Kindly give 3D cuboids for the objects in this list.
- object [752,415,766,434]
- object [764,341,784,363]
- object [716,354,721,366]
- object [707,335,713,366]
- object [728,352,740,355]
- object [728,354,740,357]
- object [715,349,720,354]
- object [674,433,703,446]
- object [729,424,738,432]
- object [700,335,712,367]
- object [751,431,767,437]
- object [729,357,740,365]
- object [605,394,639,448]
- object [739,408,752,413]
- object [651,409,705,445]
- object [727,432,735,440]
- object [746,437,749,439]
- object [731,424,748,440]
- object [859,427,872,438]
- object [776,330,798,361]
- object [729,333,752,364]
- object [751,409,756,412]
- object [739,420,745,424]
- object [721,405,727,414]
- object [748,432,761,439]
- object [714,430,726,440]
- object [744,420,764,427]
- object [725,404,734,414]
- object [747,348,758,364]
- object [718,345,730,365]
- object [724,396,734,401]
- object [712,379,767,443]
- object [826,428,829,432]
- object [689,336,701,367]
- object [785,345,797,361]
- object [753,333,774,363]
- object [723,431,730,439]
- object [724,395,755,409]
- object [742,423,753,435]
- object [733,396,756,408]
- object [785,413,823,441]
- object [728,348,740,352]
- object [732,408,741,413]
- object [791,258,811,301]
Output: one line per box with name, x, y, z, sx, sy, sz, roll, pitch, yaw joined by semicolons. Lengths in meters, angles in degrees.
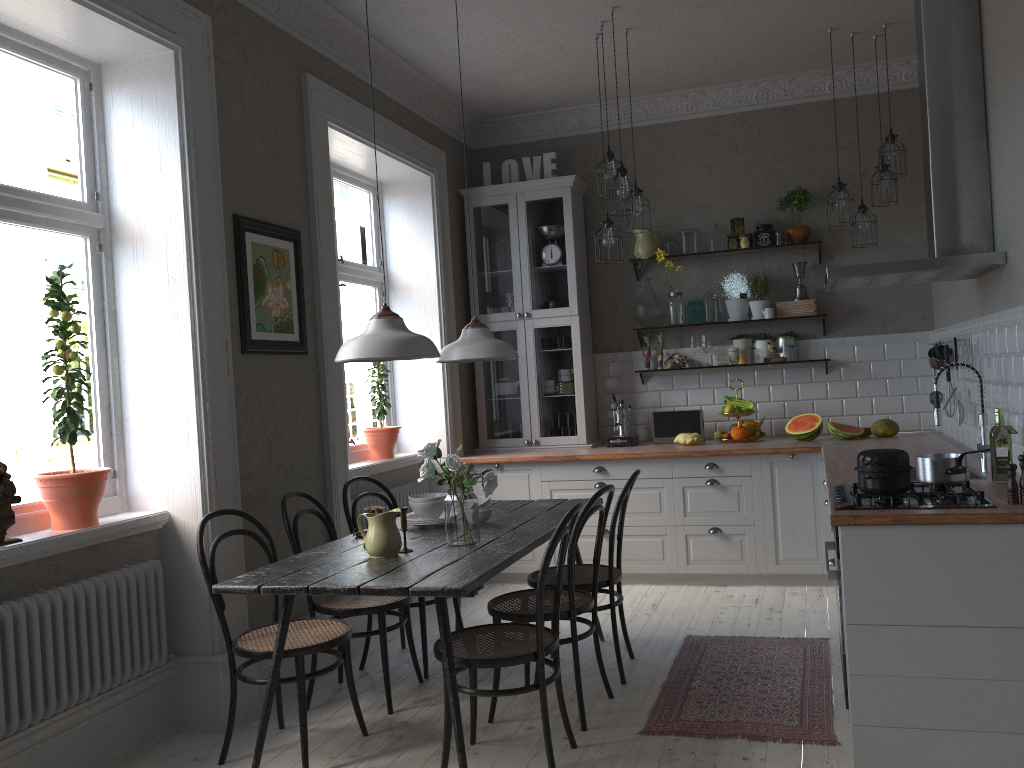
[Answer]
object;1.653;0.275;5.957;0.060;0.120;0.128;-3;0;41
object;1.791;-0.220;6.046;0.119;0.147;0.099;-4;0;-15
object;1.471;-0.172;6.219;0.076;0.083;0.079;-3;0;35
object;1.375;-0.233;6.227;0.081;0.217;0.082;-3;0;4
object;1.525;-0.193;6.077;0.075;0.051;0.079;-3;0;36
object;1.526;-0.176;6.077;0.076;0.051;0.078;-3;0;11
object;1.469;-0.205;6.219;0.076;0.083;0.079;-3;0;35
object;1.180;0.367;5.909;0.194;0.083;0.191;-3;0;18
object;1.544;0.304;6.050;0.077;0.076;0.157;-3;0;44
object;1.348;-0.231;6.140;0.081;0.217;0.082;-3;0;4
object;1.635;0.335;6.016;0.055;0.044;0.213;-4;0;-34
object;1.527;-0.159;6.077;0.076;0.051;0.078;-3;0;11
object;0.749;0.249;6.158;0.203;0.370;0.357;-3;0;18
object;1.564;0.186;5.943;0.076;0.062;0.100;-3;0;-9
object;1.149;0.297;6.130;0.347;0.226;0.089;-3;0;17
object;1.480;0.354;5.993;0.070;0.076;0.229;-3;0;1
object;1.548;0.356;5.919;0.070;0.065;0.070;-3;0;39
object;1.503;0.317;5.855;0.114;0.110;0.110;-3;0;-15
object;2.257;0.310;5.711;0.203;0.073;0.118;-3;0;-19
object;1.906;-0.260;6.112;0.157;0.213;0.154;-3;0;15
object;1.597;-0.247;6.187;0.157;0.217;0.155;-3;0;-3
object;1.612;0.180;5.961;0.051;0.050;0.050;-3;0;27
object;1.571;0.291;6.034;0.084;0.093;0.087;-3;0;14
object;1.466;0.183;6.000;0.095;0.078;0.101;-3;0;5
object;1.612;0.346;5.894;0.069;0.051;0.088;-4;0;-24
object;1.434;0.344;6.028;0.155;0.072;0.075;-4;0;-43
object;1.630;0.270;5.972;0.126;0.056;0.060;-3;0;9
object;1.455;0.168;5.924;0.058;0.069;0.080;-3;0;37
object;1.652;-0.195;6.097;0.077;0.108;0.078;-3;0;11
object;1.474;-0.199;6.138;0.079;0.139;0.078;-3;0;-10
object;1.463;0.103;5.971;0.073;0.058;0.050;-3;0;-6
object;1.524;0.177;5.977;0.351;0.425;0.352;-3;0;3
object;2.176;0.317;5.838;0.196;0.067;0.104;-3;0;24
object;1.294;-0.228;6.256;0.081;0.217;0.082;-3;0;4
object;1.889;-0.209;5.998;0.077;0.108;0.078;-3;0;11
object;1.747;-0.252;6.151;0.150;0.214;0.170;-4;0;-43
object;1.460;0.346;5.982;0.090;0.057;0.083;-4;0;-40
object;1.526;0.121;5.948;0.207;0.101;0.068;-3;0;23
object;1.565;0.302;5.915;0.087;0.078;0.089;-3;0;44
object;1.575;0.128;6.005;0.177;0.096;0.090;-3;0;38
object;1.877;0.282;5.693;0.231;0.174;0.222;-3;0;39
object;1.523;-0.219;6.077;0.077;0.051;0.077;-3;0;3
object;1.500;0.188;5.926;0.063;0.061;0.067;-3;0;18
object;1.963;-0.709;6.033;0.130;0.287;0.131;-3;0;3
